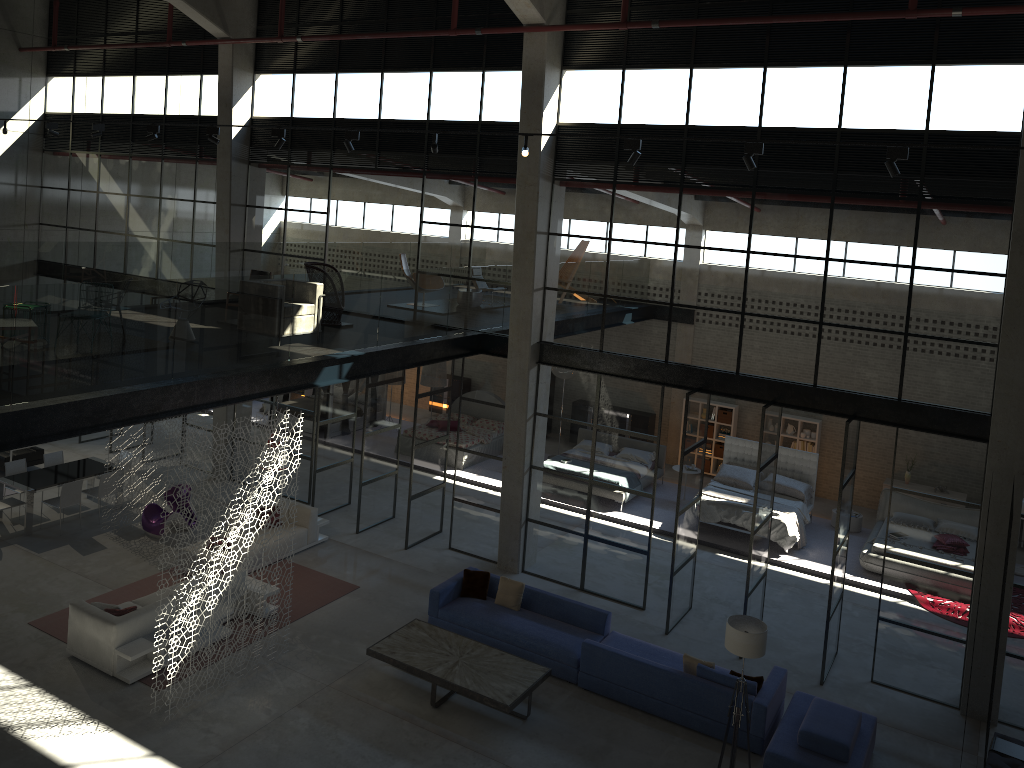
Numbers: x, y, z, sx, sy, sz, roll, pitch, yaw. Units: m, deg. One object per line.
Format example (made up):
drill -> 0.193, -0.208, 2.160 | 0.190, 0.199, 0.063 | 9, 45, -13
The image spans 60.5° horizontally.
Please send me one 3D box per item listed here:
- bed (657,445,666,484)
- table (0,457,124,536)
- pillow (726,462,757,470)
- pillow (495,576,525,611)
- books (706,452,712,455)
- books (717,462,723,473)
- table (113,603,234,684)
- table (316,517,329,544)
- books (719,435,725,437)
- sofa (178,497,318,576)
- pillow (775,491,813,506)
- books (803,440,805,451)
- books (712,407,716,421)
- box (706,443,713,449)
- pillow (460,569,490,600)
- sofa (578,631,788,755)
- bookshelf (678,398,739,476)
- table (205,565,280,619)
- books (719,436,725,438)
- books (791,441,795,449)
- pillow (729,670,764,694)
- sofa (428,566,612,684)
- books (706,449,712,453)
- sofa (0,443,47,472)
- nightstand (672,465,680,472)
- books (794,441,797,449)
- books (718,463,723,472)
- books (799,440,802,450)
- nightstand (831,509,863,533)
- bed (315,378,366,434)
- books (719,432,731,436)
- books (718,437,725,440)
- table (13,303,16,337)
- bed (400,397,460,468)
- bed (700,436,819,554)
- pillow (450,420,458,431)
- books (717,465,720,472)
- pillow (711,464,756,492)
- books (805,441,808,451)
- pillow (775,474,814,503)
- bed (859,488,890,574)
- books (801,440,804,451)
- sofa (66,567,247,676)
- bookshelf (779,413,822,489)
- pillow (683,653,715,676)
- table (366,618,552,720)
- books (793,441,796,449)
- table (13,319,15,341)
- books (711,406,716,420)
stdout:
bed -> 1.910, 1.786, 18.983 | 2.275, 0.859, 2.415 | 10, 12, 29
table -> -7.896, 1.926, 15.379 | 0.908, 0.749, 1.817 | 9, 11, 29
pillow -> 4.833, 1.883, 18.063 | 1.062, 0.319, 0.492 | 10, 11, 29
pillow -> -0.031, 2.957, 12.375 | 0.405, 0.378, 0.208 | 9, 7, 31
books -> 4.602, 1.599, 20.756 | 0.311, 0.054, 0.232 | 11, 13, 29
books -> 4.900, 1.967, 20.630 | 0.081, 0.240, 0.157 | 7, 6, 29
table -> -4.239, 3.269, 11.099 | 0.303, 0.364, 1.582 | 8, 11, 29
table -> -3.618, 2.478, 15.216 | 0.908, 0.366, 0.302 | 10, 9, 30
books -> 4.988, 1.213, 20.511 | 0.251, 0.019, 0.217 | 11, 13, 29
sofa -> -4.213, 2.492, 14.185 | 0.950, 0.661, 2.164 | 9, 12, 29
pillow -> 5.488, 2.107, 17.535 | 0.968, 0.327, 0.721 | 11, 12, 30
books -> 6.552, 1.425, 19.614 | 0.065, 0.331, 0.254 | 6, 7, 29
books -> 4.795, 0.687, 20.634 | 0.088, 0.317, 0.254 | 7, 7, 29
box -> 4.621, 1.460, 20.767 | 0.215, 0.108, 0.132 | 10, 10, 29
pillow -> -0.524, 2.876, 12.611 | 0.399, 0.368, 0.262 | 5, 6, 8
sofa -> 2.111, 3.606, 10.920 | 2.355, 0.715, 1.062 | 11, 11, 29
bookshelf -> 4.619, 1.286, 20.722 | 1.250, 1.741, 0.331 | 8, 5, 30
table -> -3.890, 2.991, 12.592 | 1.212, 0.366, 0.302 | 11, 9, 30
books -> 4.985, 1.234, 20.517 | 0.254, 0.025, 0.210 | 11, 13, 29
books -> 6.290, 1.418, 19.688 | 0.090, 0.273, 0.187 | 7, 6, 29
pillow -> 2.757, 3.576, 10.390 | 0.399, 0.368, 0.262 | 5, 6, 8
sofa -> 0.090, 3.272, 12.105 | 2.356, 0.598, 1.062 | 11, 11, 29
books -> 4.606, 1.544, 20.753 | 0.284, 0.054, 0.232 | 11, 13, 29
sofa -> -9.957, 1.338, 17.508 | 0.959, 0.751, 0.826 | 9, 9, 29
nightstand -> 3.632, 2.126, 18.377 | 0.601, 0.693, 0.610 | 5, 7, 2
books -> 6.360, 1.430, 19.657 | 0.052, 0.274, 0.187 | 6, 6, 29
books -> 4.910, 1.972, 20.605 | 0.081, 0.240, 0.216 | 7, 7, 29
books -> 6.469, 1.415, 19.641 | 0.069, 0.332, 0.254 | 6, 7, 29
nightstand -> 6.689, 2.727, 17.535 | 0.583, 0.296, 0.484 | 9, 10, 26
bed -> -4.684, -0.023, 22.449 | 2.266, 2.058, 2.329 | 9, 9, 29
books -> 4.989, 1.178, 20.513 | 0.258, 0.046, 0.215 | 11, 13, 29
books -> 4.983, 1.256, 20.517 | 0.258, 0.070, 0.215 | 10, 12, 29
table -> -6.015, -0.741, 10.869 | 0.393, 0.511, 0.418 | 5, 7, 5
bed -> -1.284, 0.960, 20.847 | 2.047, 1.266, 2.359 | 10, 11, 29
bed -> 4.721, 2.102, 17.169 | 2.237, 1.402, 2.335 | 9, 11, 28
pillow -> -1.583, 0.958, 20.586 | 0.878, 0.210, 0.640 | 6, 11, 9
books -> 4.873, 1.982, 20.646 | 0.077, 0.197, 0.149 | 7, 7, 29
pillow -> 4.597, 1.910, 17.846 | 1.036, 0.370, 0.670 | 11, 12, 33
books -> 6.571, 1.429, 19.582 | 0.056, 0.338, 0.254 | 6, 6, 29
pillow -> 5.452, 2.022, 17.466 | 0.988, 0.288, 0.697 | 11, 12, 31
bed -> 7.617, 2.824, 15.849 | 2.261, 0.914, 2.576 | 10, 12, 29
books -> 6.509, 1.421, 19.618 | 0.059, 0.331, 0.254 | 6, 7, 29
sofa -> -4.616, 2.988, 11.592 | 0.956, 0.662, 2.155 | 9, 12, 29
bookshelf -> 6.245, 1.596, 19.790 | 1.250, 1.741, 0.331 | 8, 5, 30
pillow -> 2.266, 3.486, 10.626 | 0.405, 0.378, 0.208 | 9, 7, 31
table -> -0.673, 3.580, 10.815 | 2.081, 0.395, 1.035 | 11, 12, 29
books -> 6.324, 1.429, 19.674 | 0.061, 0.263, 0.187 | 6, 6, 29
table -> -5.783, -0.512, 10.119 | 0.471, 0.391, 0.642 | -1, 11, -35
books -> 4.766, 0.681, 20.651 | 0.088, 0.317, 0.254 | 7, 7, 29
